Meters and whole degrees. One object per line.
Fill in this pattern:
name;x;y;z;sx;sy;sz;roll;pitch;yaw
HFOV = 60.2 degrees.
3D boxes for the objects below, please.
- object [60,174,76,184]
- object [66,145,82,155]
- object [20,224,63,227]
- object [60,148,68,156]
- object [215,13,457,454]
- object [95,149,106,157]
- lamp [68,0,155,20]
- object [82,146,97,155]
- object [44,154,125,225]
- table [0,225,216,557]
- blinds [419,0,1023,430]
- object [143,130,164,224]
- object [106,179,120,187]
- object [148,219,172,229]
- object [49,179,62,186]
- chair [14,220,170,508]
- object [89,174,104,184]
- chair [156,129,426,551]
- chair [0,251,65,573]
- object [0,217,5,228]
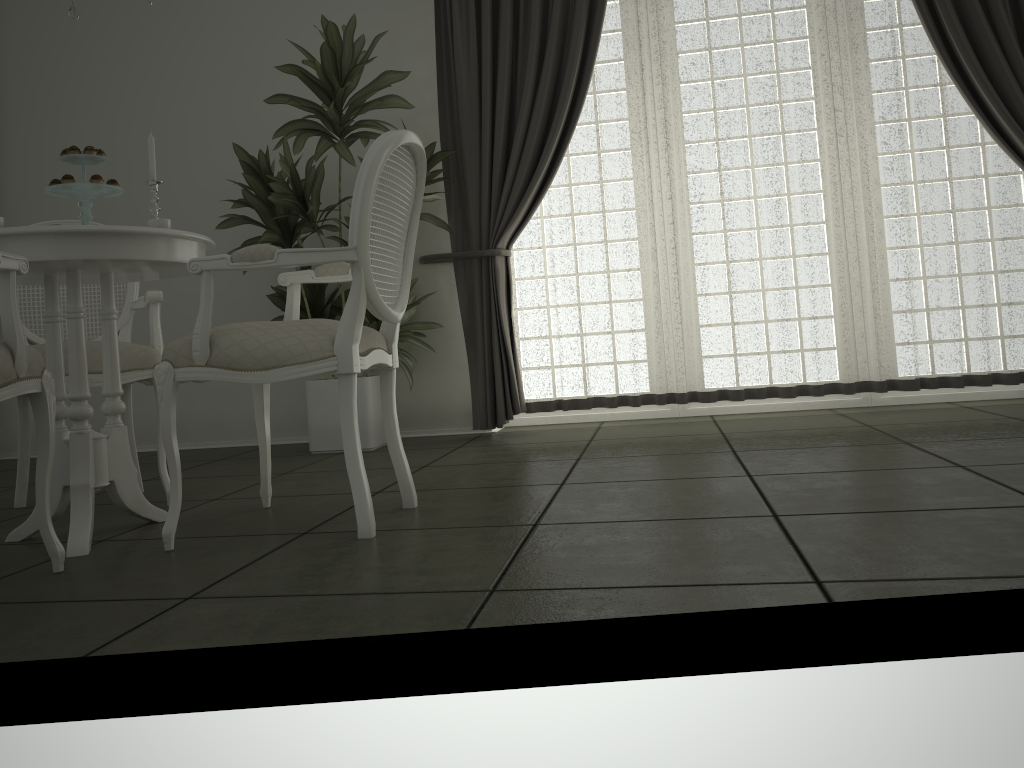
object;-1.246;-0.572;2.476;0.039;0.032;0.039;-4;0;-25
object;-1.246;-0.662;2.512;0.039;0.032;0.039;-4;0;30
object;-1.199;-0.398;2.288;0.118;0.016;0.118;-4;2;0
object;-1.278;-0.661;2.539;0.039;0.032;0.039;-4;0;40
object;-0.907;-0.724;4.443;1.157;2.105;1.039;-5;-2;27
object;-1.202;-0.668;2.568;0.039;0.032;0.039;-4;0;-35
lamp;-1.362;-2.354;2.615;0.593;2.449;0.591;-3;-3;-13
object;-1.208;-0.666;2.527;0.039;0.032;0.039;-4;0;15
object;-1.230;-0.526;2.546;0.210;0.250;0.211;-5;-1;42
table;-1.207;0.016;2.500;0.739;0.833;0.739;-4;-1;6
blinds;1.265;-1.136;4.528;3.655;2.615;0.658;-4;-3;9
object;-1.098;-0.599;2.705;0.088;0.366;0.087;-3;-3;-13
object;-1.165;-0.582;2.575;0.039;0.032;0.039;-4;0;30
object;-1.006;-0.446;2.541;0.062;0.049;0.078;-4;1;42
object;-1.302;-0.570;2.523;0.039;0.032;0.039;-4;0;-30
chair;-1.552;-0.101;3.114;0.596;1.068;0.687;-3;-2;-25
object;-1.177;-0.578;2.502;0.039;0.032;0.039;-4;0;-30
chair;-0.559;-0.143;2.475;0.689;1.068;0.594;-4;-2;10
chair;-1.374;-0.056;1.787;0.595;1.068;0.688;-4;-1;0
object;-1.352;-0.405;2.280;0.062;0.049;0.078;-4;1;19
